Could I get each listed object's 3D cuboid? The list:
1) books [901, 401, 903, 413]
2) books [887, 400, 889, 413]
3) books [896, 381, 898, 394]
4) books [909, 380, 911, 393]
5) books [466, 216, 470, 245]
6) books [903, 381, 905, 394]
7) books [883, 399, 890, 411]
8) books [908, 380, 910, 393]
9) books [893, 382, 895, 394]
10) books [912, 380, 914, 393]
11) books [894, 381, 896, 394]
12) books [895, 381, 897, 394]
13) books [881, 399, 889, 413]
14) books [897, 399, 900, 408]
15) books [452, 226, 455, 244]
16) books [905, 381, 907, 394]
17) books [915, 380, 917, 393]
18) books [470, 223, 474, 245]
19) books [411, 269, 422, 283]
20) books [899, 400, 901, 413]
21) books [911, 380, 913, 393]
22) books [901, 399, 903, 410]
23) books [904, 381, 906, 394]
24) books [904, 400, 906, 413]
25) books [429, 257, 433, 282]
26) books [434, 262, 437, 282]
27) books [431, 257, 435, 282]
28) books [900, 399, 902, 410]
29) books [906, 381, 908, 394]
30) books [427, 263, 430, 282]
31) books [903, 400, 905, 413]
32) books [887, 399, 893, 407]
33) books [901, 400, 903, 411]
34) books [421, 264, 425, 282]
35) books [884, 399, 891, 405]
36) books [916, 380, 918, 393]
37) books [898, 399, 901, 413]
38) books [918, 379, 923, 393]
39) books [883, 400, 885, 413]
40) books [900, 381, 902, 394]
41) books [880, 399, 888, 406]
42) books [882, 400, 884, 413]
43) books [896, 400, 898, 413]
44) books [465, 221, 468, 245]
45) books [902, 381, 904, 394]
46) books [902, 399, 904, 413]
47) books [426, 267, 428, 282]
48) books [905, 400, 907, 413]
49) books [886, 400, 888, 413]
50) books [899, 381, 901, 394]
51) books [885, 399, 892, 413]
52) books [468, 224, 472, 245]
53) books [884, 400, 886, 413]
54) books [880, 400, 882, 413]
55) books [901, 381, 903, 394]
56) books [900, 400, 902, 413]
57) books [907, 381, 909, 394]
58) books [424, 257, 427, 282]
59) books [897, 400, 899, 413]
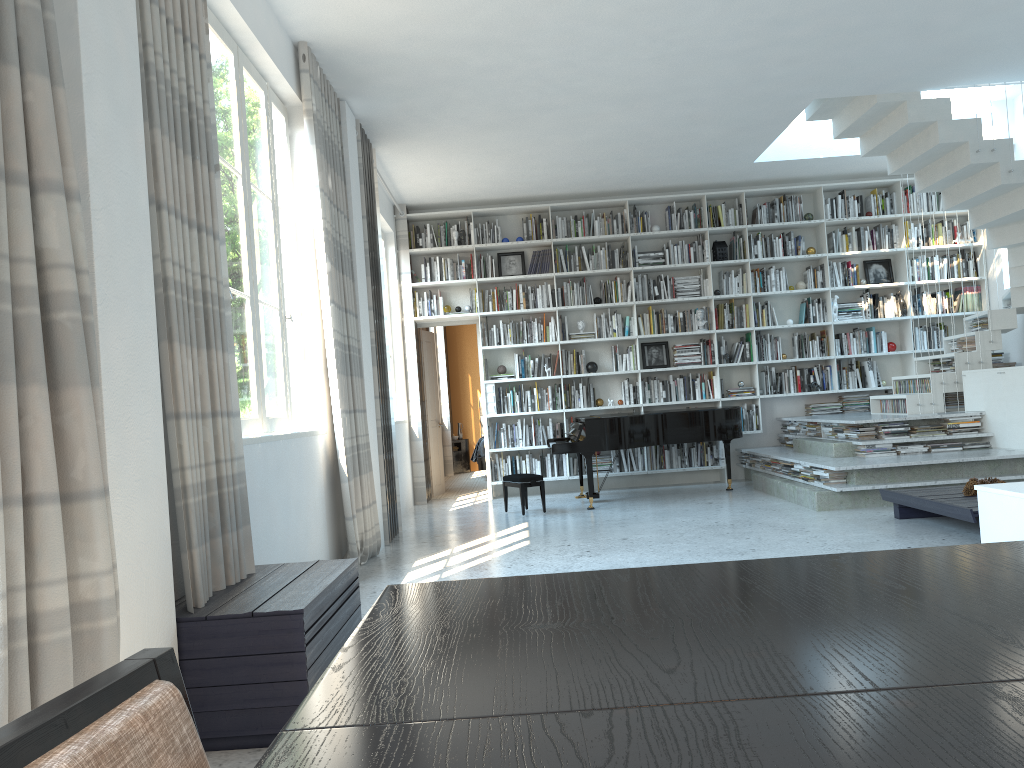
[{"bbox_3d":[3.722,0.204,8.323,0.125,0.125,0.011,-4,-1,0],"label":"books"},{"bbox_3d":[3.723,0.213,8.636,0.125,0.125,0.008,-4,-1,0],"label":"books"},{"bbox_3d":[3.859,0.031,8.747,0.125,0.125,0.010,-4,-1,0],"label":"books"},{"bbox_3d":[3.858,0.024,8.455,0.125,0.125,0.007,-4,-1,0],"label":"books"},{"bbox_3d":[-0.478,-1.657,9.740,0.014,0.337,0.168,-4,-1,0],"label":"books"},{"bbox_3d":[3.858,0.027,8.587,0.125,0.125,0.008,-4,-1,0],"label":"books"},{"bbox_3d":[3.724,0.215,8.745,0.125,0.125,0.010,-4,-1,0],"label":"books"},{"bbox_3d":[3.858,0.024,8.483,0.125,0.125,0.014,-4,-1,0],"label":"books"},{"bbox_3d":[3.860,0.033,8.818,0.125,0.125,0.008,-4,-1,0],"label":"books"},{"bbox_3d":[3.857,0.022,8.392,0.125,0.125,0.007,-4,-1,0],"label":"books"},{"bbox_3d":[3.860,0.033,8.794,0.125,0.125,0.008,-4,-1,0],"label":"books"},{"bbox_3d":[3.860,0.032,8.772,0.125,0.125,0.009,-4,-1,0],"label":"books"},{"bbox_3d":[3.724,0.216,8.775,0.125,0.125,0.007,-4,-1,0],"label":"books"},{"bbox_3d":[3.722,0.207,8.418,0.125,0.125,0.008,-4,-1,0],"label":"books"},{"bbox_3d":[-0.629,-1.599,9.734,0.025,0.243,0.167,-4,-1,0],"label":"books"},{"bbox_3d":[3.858,0.026,8.543,0.125,0.125,0.008,-4,-1,0],"label":"books"},{"bbox_3d":[3.857,0.021,8.333,0.125,0.125,0.016,-4,-1,0],"label":"books"},{"bbox_3d":[-0.431,-1.618,9.708,0.024,0.252,0.235,-4,-1,0],"label":"books"},{"bbox_3d":[-1.043,-1.167,9.753,0.121,0.176,0.129,-4,-1,0],"label":"books"},{"bbox_3d":[3.722,0.205,8.363,0.125,0.125,0.008,-4,-1,0],"label":"books"},{"bbox_3d":[3.857,0.023,8.415,0.125,0.125,0.008,-4,-1,0],"label":"books"},{"bbox_3d":[3.722,0.205,8.333,0.125,0.125,0.008,-4,-1,0],"label":"books"},{"bbox_3d":[3.858,0.027,8.564,0.125,0.125,0.007,-4,-1,0],"label":"books"},{"bbox_3d":[3.721,0.202,8.256,0.125,0.125,0.007,-4,-1,0],"label":"books"},{"bbox_3d":[-0.883,-1.233,9.726,0.023,0.282,0.186,-4,-1,0],"label":"books"},{"bbox_3d":[-0.831,-1.214,9.747,0.024,0.239,0.155,-4,-1,0],"label":"books"},{"bbox_3d":[-0.858,-1.237,9.748,0.028,0.288,0.132,-4,-1,0],"label":"books"},{"bbox_3d":[3.722,0.205,8.356,0.125,0.125,0.008,-4,-1,0],"label":"books"},{"bbox_3d":[3.858,0.025,8.521,0.125,0.125,0.010,-4,-1,0],"label":"books"},{"bbox_3d":[-0.904,-1.204,9.730,0.022,0.228,0.171,-4,-1,0],"label":"books"},{"bbox_3d":[3.721,0.203,8.282,0.125,0.125,0.012,-4,-1,0],"label":"books"},{"bbox_3d":[3.724,0.213,8.643,0.125,0.125,0.008,-4,-1,0],"label":"books"},{"bbox_3d":[3.721,0.204,8.316,0.125,0.125,0.011,-4,-1,0],"label":"books"},{"bbox_3d":[-0.967,-1.194,9.742,0.034,0.218,0.166,-4,-1,0],"label":"books"},{"bbox_3d":[3.724,0.215,8.711,0.125,0.125,0.007,-4,-1,0],"label":"books"},{"bbox_3d":[3.857,0.020,8.310,0.125,0.125,0.009,-4,-1,0],"label":"books"},{"bbox_3d":[3.722,0.206,8.387,0.125,0.125,0.008,-4,-1,0],"label":"books"},{"bbox_3d":[3.856,0.019,8.268,0.125,0.125,0.009,-4,-1,0],"label":"books"},{"bbox_3d":[3.724,0.215,8.727,0.125,0.125,0.009,-4,-1,0],"label":"books"},{"bbox_3d":[3.859,0.029,8.658,0.125,0.125,0.010,-4,-1,0],"label":"books"},{"bbox_3d":[3.725,0.217,8.809,0.125,0.125,0.008,-4,-1,0],"label":"books"},{"bbox_3d":[3.724,0.216,8.753,0.125,0.125,0.008,-4,-1,0],"label":"books"},{"bbox_3d":[3.722,0.207,8.432,0.125,0.125,0.008,-4,-1,0],"label":"books"},{"bbox_3d":[-0.494,-1.630,9.744,0.022,0.286,0.175,-4,-1,0],"label":"books"},{"bbox_3d":[3.859,0.028,8.611,0.125,0.125,0.008,-4,-1,0],"label":"books"},{"bbox_3d":[3.721,0.204,8.299,0.125,0.125,0.008,-4,-1,0],"label":"books"},{"bbox_3d":[-0.926,-1.184,9.756,0.024,0.192,0.138,-4,-1,0],"label":"books"},{"bbox_3d":[3.721,0.202,8.233,0.125,0.125,0.008,-4,-1,0],"label":"books"},{"bbox_3d":[3.724,0.213,8.658,0.125,0.125,0.007,-4,-1,0],"label":"books"},{"bbox_3d":[3.859,0.030,8.679,0.125,0.125,0.010,-4,-1,0],"label":"books"},{"bbox_3d":[3.724,0.214,8.681,0.125,0.125,0.008,-4,-1,0],"label":"books"},{"bbox_3d":[-0.456,-1.619,9.745,0.025,0.259,0.138,-4,-1,0],"label":"books"},{"bbox_3d":[3.724,0.214,8.704,0.125,0.125,0.008,-4,-1,0],"label":"books"},{"bbox_3d":[3.724,0.217,8.802,0.125,0.125,0.008,-4,-1,0],"label":"books"},{"bbox_3d":[3.859,0.028,8.634,0.125,0.125,0.009,-4,-1,0],"label":"books"},{"bbox_3d":[3.722,0.205,8.341,0.125,0.125,0.007,-4,-1,0],"label":"books"},{"bbox_3d":[3.858,0.025,8.504,0.125,0.125,0.007,-4,-1,0],"label":"books"},{"bbox_3d":[-0.947,-1.235,9.745,0.011,0.296,0.162,-4,-1,0],"label":"books"},{"bbox_3d":[3.722,0.207,8.411,0.125,0.125,0.008,-4,-1,0],"label":"books"}]
